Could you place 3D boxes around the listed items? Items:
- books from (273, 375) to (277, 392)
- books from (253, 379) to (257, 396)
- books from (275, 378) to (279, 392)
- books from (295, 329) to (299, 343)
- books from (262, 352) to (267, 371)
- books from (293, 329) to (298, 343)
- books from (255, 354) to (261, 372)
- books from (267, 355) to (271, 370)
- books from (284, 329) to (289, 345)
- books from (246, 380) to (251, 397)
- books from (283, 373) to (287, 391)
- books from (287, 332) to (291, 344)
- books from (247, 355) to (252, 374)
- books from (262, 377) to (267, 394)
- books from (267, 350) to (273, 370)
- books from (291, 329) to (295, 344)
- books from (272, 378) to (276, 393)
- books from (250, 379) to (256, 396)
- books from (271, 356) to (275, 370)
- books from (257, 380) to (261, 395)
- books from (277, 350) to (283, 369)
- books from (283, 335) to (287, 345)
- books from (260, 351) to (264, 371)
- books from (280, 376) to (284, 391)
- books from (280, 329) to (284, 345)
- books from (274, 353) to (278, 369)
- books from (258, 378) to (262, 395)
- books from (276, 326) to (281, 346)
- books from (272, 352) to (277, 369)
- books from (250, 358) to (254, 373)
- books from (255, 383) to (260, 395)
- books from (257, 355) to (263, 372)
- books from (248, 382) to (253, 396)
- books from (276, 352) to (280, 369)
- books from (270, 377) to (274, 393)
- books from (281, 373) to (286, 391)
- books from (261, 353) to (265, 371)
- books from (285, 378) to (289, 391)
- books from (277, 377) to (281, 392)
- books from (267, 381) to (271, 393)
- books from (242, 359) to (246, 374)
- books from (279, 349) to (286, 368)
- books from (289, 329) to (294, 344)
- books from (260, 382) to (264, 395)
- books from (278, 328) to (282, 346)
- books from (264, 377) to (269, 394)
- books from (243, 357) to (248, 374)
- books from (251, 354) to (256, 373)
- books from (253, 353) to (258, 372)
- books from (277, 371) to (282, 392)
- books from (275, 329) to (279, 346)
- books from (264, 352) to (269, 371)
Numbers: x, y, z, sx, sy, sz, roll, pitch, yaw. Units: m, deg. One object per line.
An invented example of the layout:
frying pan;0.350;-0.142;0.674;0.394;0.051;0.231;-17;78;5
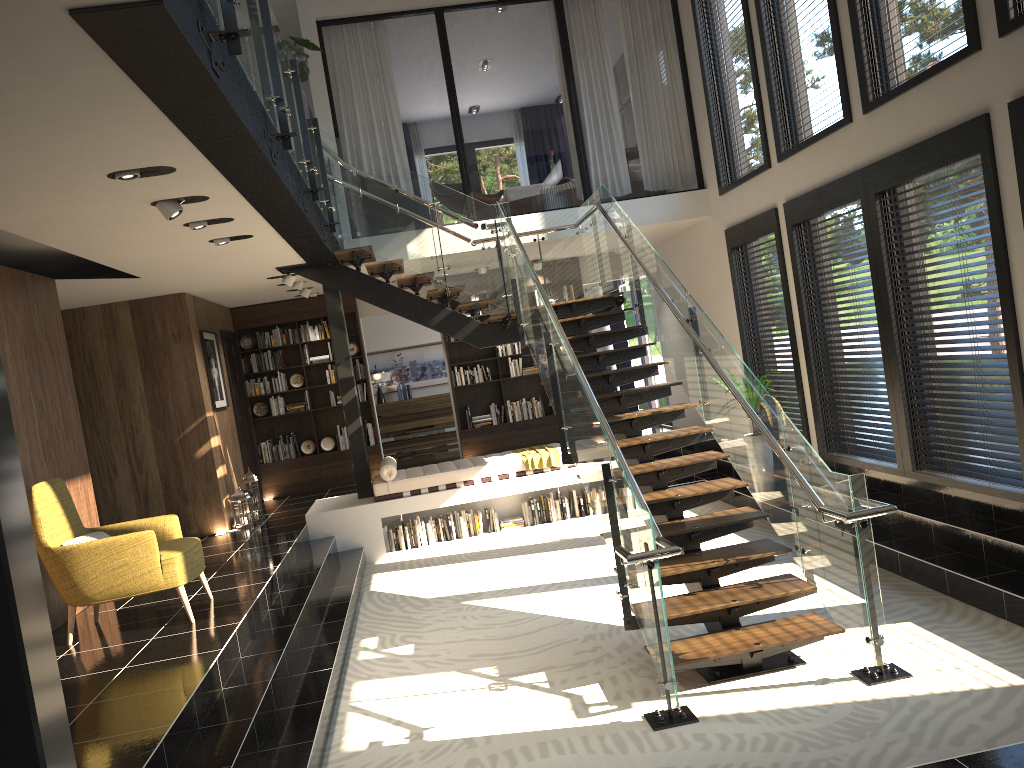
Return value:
books;-3.298;-0.006;12.394;0.020;0.244;0.154;-9;2;-6
books;-3.580;0.045;12.390;0.018;0.232;0.123;-9;3;-6
books;-3.270;0.016;12.386;0.025;0.194;0.172;-9;2;-6
books;-2.997;-0.667;12.427;0.024;0.194;0.182;-9;2;-6
books;-3.435;-0.312;12.346;0.019;0.264;0.175;-9;2;-6
books;-3.017;-0.667;12.391;0.023;0.202;0.201;-9;2;-6
books;-3.530;-0.295;12.347;0.027;0.261;0.181;-9;2;-6
books;-3.382;-0.299;12.376;0.024;0.220;0.123;-9;2;-6
books;-3.142;-0.655;12.413;0.030;0.218;0.165;-9;2;-6
books;-3.668;0.064;12.368;0.030;0.224;0.165;-9;2;-6
books;-3.170;-0.027;12.421;0.023;0.245;0.133;-9;2;-6
books;-3.106;-0.637;12.384;0.029;0.172;0.187;-9;2;-6
books;-3.657;-0.272;12.358;0.066;0.255;0.127;-9;3;-6
books;-3.444;0.022;12.386;0.036;0.235;0.169;-9;2;-6
books;-3.357;-0.329;12.363;0.033;0.273;0.189;-9;2;-6
books;-3.050;-0.667;12.402;0.039;0.212;0.172;-9;2;-6
books;-3.309;0.016;12.366;0.016;0.206;0.204;-9;2;-6
books;-3.595;0.048;12.341;0.022;0.235;0.194;-9;2;-6
books;-3.321;-0.292;12.356;0.025;0.188;0.181;-9;2;-6
books;-3.524;0.048;12.398;0.018;0.208;0.126;-9;2;-6
books;-3.241;-0.344;12.398;0.025;0.263;0.147;-9;2;-6
books;-3.172;-0.616;12.421;0.040;0.149;0.125;-9;2;-6
books;-3.474;-0.318;12.363;0.015;0.288;0.154;-9;3;-6
books;-3.208;-0.004;12.407;0.018;0.211;0.157;-9;2;-6
books;-3.206;-0.653;12.394;0.020;0.235;0.206;-9;2;-6
books;-3.280;-0.321;12.384;0.014;0.230;0.172;-9;2;-6
books;-3.507;0.032;12.392;0.019;0.236;0.139;-9;2;-6
books;-3.241;-0.668;12.354;0.012;0.278;0.228;-9;2;-6
books;-3.303;-0.322;12.394;0.028;0.240;0.148;-9;2;-6
books;-3.606;-0.254;12.339;0.025;0.204;0.192;-9;2;-6
books;-3.546;0.072;12.375;0.037;0.169;0.148;-9;2;-6
books;-3.494;-0.291;12.331;0.039;0.243;0.179;-9;2;-6
books;-3.628;0.074;12.367;0.045;0.192;0.164;-9;2;-6
books;-3.263;-0.330;12.391;0.024;0.243;0.144;-9;2;-6
books;-3.348;0.016;12.397;0.053;0.216;0.151;-9;2;-6
books;-3.191;-0.031;12.396;0.021;0.260;0.197;-9;2;-6
books;-3.455;-0.305;12.363;0.018;0.256;0.172;-9;2;-6
books;-3.146;0.001;12.414;0.015;0.181;0.136;-9;2;-6
books;-3.249;0.001;12.412;0.027;0.214;0.159;-9;2;-6
books;-3.382;0.047;12.386;0.026;0.167;0.173;-9;2;-6
books;-3.720;-0.242;12.351;0.023;0.215;0.148;-9;2;-6
books;-3.212;-0.350;12.402;0.035;0.267;0.133;-9;3;-6
books;-3.084;-0.661;12.406;0.027;0.212;0.180;-9;2;-6
books;-3.473;0.055;12.369;0.035;0.181;0.164;-9;2;-6
books;-3.225;-0.655;12.381;0.020;0.245;0.228;-9;2;-6
books;-3.412;0.016;12.369;0.026;0.237;0.164;-9;2;-6
books;-3.697;-0.253;12.334;0.023;0.231;0.143;-9;2;-6
books;-3.581;-0.284;12.340;0.035;0.255;0.183;-9;2;-6
books;-3.554;-0.294;12.339;0.022;0.267;0.197;-9;2;-6
books;-3.230;-0.037;12.389;0.018;0.284;0.198;-9;2;-6
books;-3.257;-0.646;12.354;0.025;0.239;0.220;-9;2;-6
books;-3.412;-0.312;12.375;0.032;0.255;0.160;-9;2;-6
